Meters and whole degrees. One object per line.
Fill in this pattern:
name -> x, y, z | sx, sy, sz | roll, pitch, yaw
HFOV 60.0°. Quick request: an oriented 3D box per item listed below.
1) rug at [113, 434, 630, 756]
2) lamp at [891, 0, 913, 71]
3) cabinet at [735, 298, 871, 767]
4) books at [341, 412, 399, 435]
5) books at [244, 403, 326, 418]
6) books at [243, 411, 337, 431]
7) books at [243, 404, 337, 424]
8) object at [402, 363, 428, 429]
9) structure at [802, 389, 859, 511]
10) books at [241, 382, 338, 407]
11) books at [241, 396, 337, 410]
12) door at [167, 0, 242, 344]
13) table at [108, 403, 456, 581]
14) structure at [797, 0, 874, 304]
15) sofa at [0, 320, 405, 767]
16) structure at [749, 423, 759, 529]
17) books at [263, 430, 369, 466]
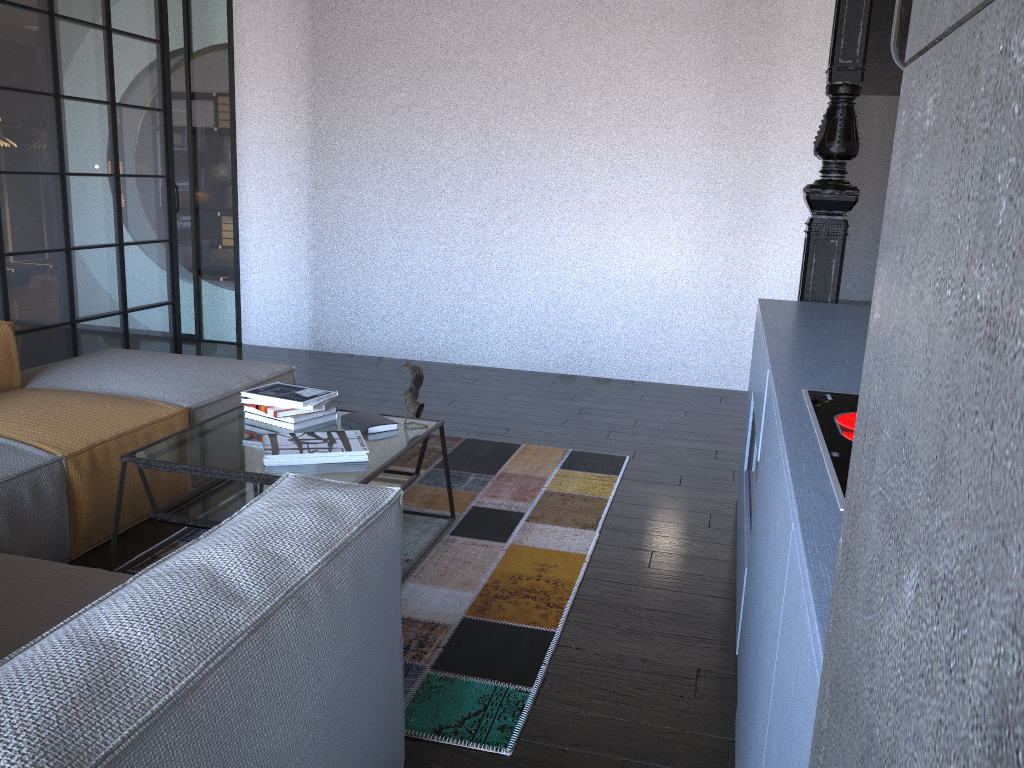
rug -> -0.406, 0.519, 3.251 | 1.431, 0.013, 2.361 | 6, 13, 13
lamp -> 0.761, -0.989, 1.396 | 0.194, 0.956, 0.197 | 15, 18, 42
cabinet -> 0.897, 0.402, 2.159 | 0.607, 0.845, 2.956 | 6, 13, 13
books -> -0.491, 0.131, 3.065 | 0.129, 0.029, 0.181 | -8, 16, -38
books -> -0.791, 0.070, 3.089 | 0.190, 0.023, 0.239 | -9, 17, -41
books -> -0.778, 0.109, 3.118 | 0.247, 0.024, 0.209 | 11, 15, 32
books -> -0.778, 0.087, 3.113 | 0.251, 0.023, 0.209 | 11, 15, 32
object -> -0.346, 0.036, 3.070 | 0.093, 0.223, 0.099 | -7, 16, -36
structure -> 0.776, 0.125, 1.494 | 0.504, 0.057, 0.762 | 6, 13, 13
books -> -0.776, 0.034, 3.097 | 0.268, 0.014, 0.196 | 8, 14, 24
books -> -0.777, 0.049, 3.101 | 0.268, 0.014, 0.196 | 5, 13, 12
door -> -3.881, -1.670, 6.721 | 4.184, 2.597, 0.138 | 6, 14, 13
table -> -0.710, 0.361, 2.943 | 0.842, 0.389, 0.847 | 6, 13, 13
structure -> -2.694, -0.802, 3.235 | 8.514, 2.397, 0.481 | 1, 13, -6
sofa -> -1.267, 0.281, 2.690 | 2.536, 0.698, 3.296 | 5, 13, 13
structure -> 0.915, 0.304, 2.719 | 0.332, 0.395, 0.942 | 6, 13, 13
books -> -0.610, 0.197, 2.744 | 0.309, 0.038, 0.225 | -1, 13, -16
